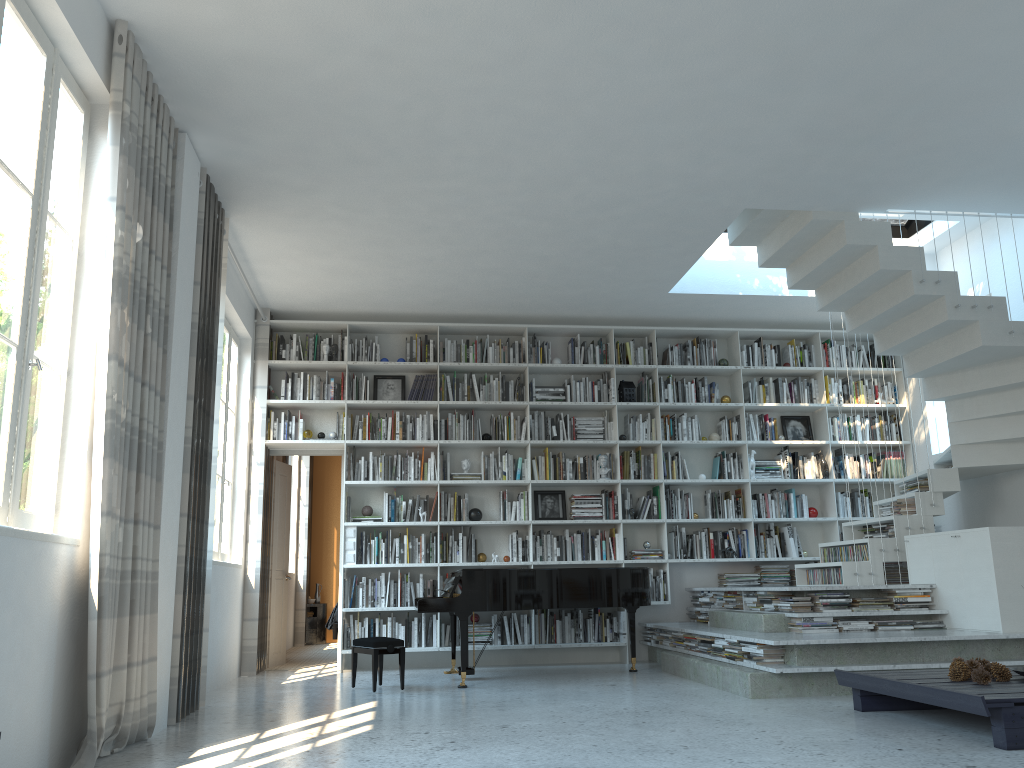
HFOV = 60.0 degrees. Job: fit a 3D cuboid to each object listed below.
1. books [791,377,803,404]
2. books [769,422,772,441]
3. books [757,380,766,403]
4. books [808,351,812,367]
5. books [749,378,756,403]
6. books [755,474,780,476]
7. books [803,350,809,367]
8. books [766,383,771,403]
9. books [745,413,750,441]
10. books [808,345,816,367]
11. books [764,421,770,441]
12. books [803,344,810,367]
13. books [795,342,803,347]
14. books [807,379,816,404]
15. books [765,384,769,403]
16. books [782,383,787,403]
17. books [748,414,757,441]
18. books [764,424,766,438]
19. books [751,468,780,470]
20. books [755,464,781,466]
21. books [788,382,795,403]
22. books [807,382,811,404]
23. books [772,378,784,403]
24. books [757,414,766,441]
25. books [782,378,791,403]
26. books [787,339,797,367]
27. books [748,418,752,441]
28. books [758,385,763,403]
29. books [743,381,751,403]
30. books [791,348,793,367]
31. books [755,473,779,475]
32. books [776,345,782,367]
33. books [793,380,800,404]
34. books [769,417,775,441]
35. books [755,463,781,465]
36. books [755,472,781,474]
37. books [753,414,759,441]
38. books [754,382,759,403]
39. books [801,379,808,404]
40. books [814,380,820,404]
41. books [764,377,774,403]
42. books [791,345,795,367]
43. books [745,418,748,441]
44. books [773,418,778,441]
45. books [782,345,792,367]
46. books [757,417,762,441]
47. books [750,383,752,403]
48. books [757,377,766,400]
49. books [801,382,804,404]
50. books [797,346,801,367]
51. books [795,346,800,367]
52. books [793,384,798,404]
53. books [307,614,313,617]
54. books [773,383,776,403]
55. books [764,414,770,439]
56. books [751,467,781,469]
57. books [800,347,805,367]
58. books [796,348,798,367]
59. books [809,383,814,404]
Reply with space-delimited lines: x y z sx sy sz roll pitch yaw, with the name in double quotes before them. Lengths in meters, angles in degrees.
"books" 2.841 0.091 8.840 0.022 0.294 0.181 0 -13 -7
"books" 2.514 0.488 8.726 0.033 0.212 0.153 0 -13 -7
"books" 2.463 0.105 8.795 0.026 0.260 0.168 0 -13 -7
"books" 2.983 -0.218 8.960 0.031 0.211 0.132 0 -13 -7
"books" 2.372 0.096 8.796 0.051 0.281 0.167 0 -13 -7
"books" 2.453 0.897 8.630 0.254 0.012 0.161 0 -13 -3
"books" 2.932 -0.223 8.930 0.029 0.209 0.170 0 -13 -7
"books" 2.526 0.123 8.823 0.024 0.235 0.147 0 -13 -7
"books" 2.296 0.445 8.716 0.015 0.300 0.141 0 -12 -7
"books" 3.014 -0.248 8.947 0.026 0.262 0.163 0 -13 -7
"books" 2.479 0.487 8.706 0.013 0.206 0.190 0 -13 -7
"books" 2.955 -0.253 8.958 0.025 0.278 0.136 0 -13 -7
"books" 2.906 -0.264 8.950 0.020 0.298 0.131 0 -12 -7
"books" 2.989 0.100 8.872 0.026 0.283 0.147 0 -13 -7
"books" 2.501 0.125 8.804 0.030 0.223 0.158 0 -13 -7
"books" 2.673 0.119 8.806 0.030 0.229 0.187 0 -13 -7
"books" 2.347 0.451 8.718 0.065 0.288 0.146 0 -13 -7
"books" 2.459 0.464 8.736 0.020 0.266 0.152 0 -13 -7
"books" 2.456 0.838 8.642 0.254 0.012 0.161 -1 -13 -2
"books" 2.455 0.802 8.649 0.285 0.012 0.160 2 -13 -12
"books" 2.758 0.116 8.821 0.014 0.239 0.189 0 -13 -7
"books" 2.927 0.119 8.854 0.030 0.240 0.162 0 -13 -7
"books" 2.611 0.095 8.775 0.032 0.264 0.246 0 -13 -7
"books" 2.445 0.450 8.723 0.012 0.286 0.177 0 -13 -7
"books" 2.724 0.100 8.845 0.048 0.282 0.162 0 -13 -7
"books" 2.823 -0.278 8.930 0.007 0.320 0.166 0 -13 -7
"books" 2.311 0.469 8.704 0.011 0.247 0.156 0 -13 -7
"books" 2.438 0.130 8.782 0.025 0.207 0.175 0 -13 -7
"books" 2.327 0.110 8.789 0.012 0.253 0.161 0 -13 -7
"books" 2.776 -0.231 8.908 0.008 0.220 0.183 0 -13 -7
"books" 2.452 0.886 8.637 0.254 0.012 0.161 0 -13 -5
"books" 2.650 -0.248 8.904 0.030 0.257 0.165 0 -13 -7
"books" 2.817 0.108 8.847 0.023 0.263 0.156 0 -13 -7
"books" 2.541 0.468 8.733 0.021 0.252 0.167 0 -13 -7
"books" 2.454 0.792 8.658 0.285 0.012 0.160 0 -13 -5
"books" 2.453 0.875 8.640 0.285 0.012 0.160 1 -13 -9
"books" 2.389 0.454 8.729 0.012 0.284 0.160 0 -13 -7
"books" 2.409 0.114 8.806 0.026 0.250 0.131 0 -13 -7
"books" 2.895 0.102 8.846 0.036 0.271 0.177 0 -13 -7
"books" 3.017 0.109 8.872 0.031 0.264 0.170 0 -13 -7
"books" 2.552 0.093 8.811 0.026 0.287 0.156 0 -13 -7
"books" 2.795 -0.244 8.919 0.016 0.251 0.189 0 -13 -7
"books" 2.273 0.471 8.721 0.030 0.253 0.128 0 -13 -7
"books" 2.566 0.471 8.726 0.026 0.243 0.178 0 -13 -7
"books" 2.763 -0.249 8.907 0.019 0.255 0.169 0 -13 -7
"books" 2.415 0.465 8.741 0.043 0.268 0.131 0 -13 -7
"books" 2.340 0.118 8.787 0.013 0.236 0.142 0 -13 -7
"books" 2.480 0.090 8.810 0.011 0.295 0.163 0 -13 -7
"books" 2.870 0.115 8.849 0.011 0.248 0.152 0 -13 -7
"books" 2.870 -0.243 8.943 0.017 0.256 0.147 0 -13 -7
"books" 2.848 -0.243 8.924 0.031 0.248 0.165 0 -13 -7
"books" 2.792 0.129 8.830 0.031 0.217 0.166 0 -13 -7
"books" -2.757 3.092 11.832 0.129 0.030 0.182 -4 -13 14
"books" 2.576 0.119 8.818 0.025 0.238 0.143 0 -13 -7
"books" 2.491 0.452 8.727 0.014 0.284 0.176 0 -13 -7
"books" 2.455 0.827 8.648 0.285 0.012 0.160 1 -13 -10
"books" 2.890 -0.237 8.922 0.018 0.234 0.186 0 -13 -7
"books" 2.831 -0.233 8.912 0.007 0.225 0.170 0 -13 -7
"books" 2.965 0.125 8.868 0.022 0.233 0.159 0 -13 -7
